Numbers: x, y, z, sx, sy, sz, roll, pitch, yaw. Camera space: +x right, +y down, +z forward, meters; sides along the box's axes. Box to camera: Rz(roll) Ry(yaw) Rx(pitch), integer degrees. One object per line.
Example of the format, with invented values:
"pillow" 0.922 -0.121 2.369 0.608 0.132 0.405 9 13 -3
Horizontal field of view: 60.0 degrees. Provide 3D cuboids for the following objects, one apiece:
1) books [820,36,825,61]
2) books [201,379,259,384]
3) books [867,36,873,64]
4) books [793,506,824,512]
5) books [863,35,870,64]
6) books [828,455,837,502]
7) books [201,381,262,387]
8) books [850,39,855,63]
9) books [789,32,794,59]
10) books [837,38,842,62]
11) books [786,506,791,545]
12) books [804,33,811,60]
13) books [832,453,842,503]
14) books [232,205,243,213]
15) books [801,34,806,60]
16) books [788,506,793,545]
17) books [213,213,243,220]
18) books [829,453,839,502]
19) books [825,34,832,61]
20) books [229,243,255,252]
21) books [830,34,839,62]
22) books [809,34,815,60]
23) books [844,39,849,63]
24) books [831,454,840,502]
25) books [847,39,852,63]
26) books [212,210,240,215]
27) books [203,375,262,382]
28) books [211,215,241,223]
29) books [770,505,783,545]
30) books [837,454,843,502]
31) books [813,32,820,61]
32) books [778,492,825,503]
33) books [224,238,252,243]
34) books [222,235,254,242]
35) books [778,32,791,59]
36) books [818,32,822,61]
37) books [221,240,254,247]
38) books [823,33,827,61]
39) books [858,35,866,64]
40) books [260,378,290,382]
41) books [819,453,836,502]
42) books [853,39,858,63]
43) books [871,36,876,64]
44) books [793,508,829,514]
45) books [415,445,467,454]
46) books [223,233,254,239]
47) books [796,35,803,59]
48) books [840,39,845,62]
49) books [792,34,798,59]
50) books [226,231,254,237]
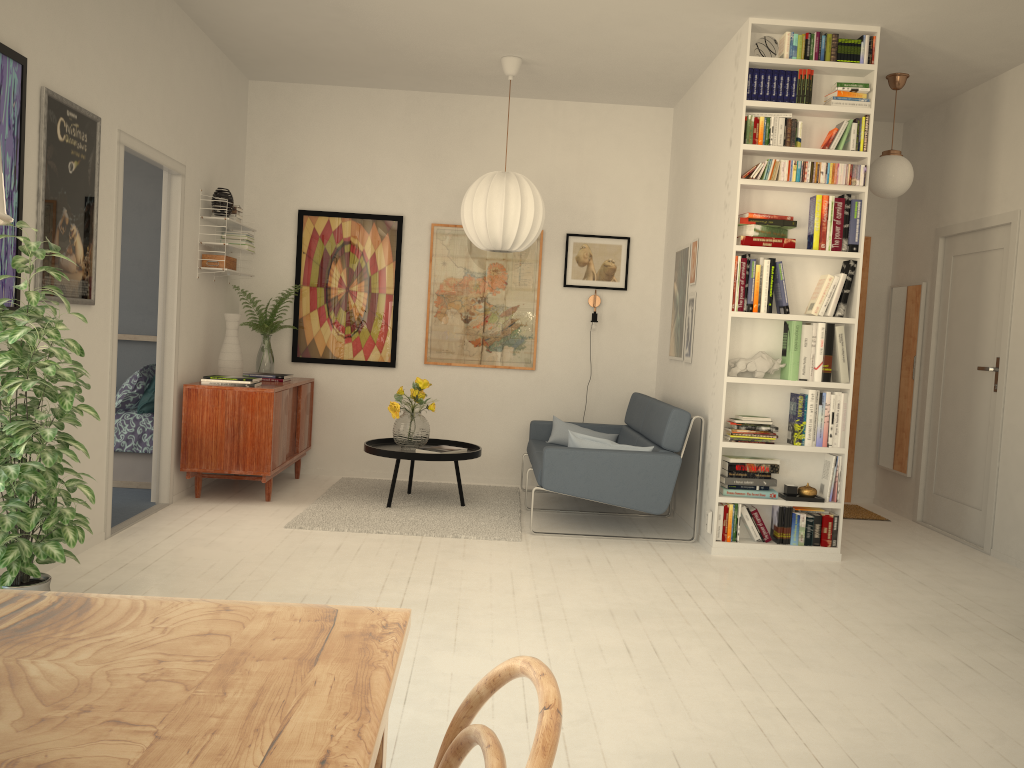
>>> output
"books" 1.666 -1.805 4.856 0.019 0.137 0.201 3 3 -2
"books" -1.750 -0.021 5.525 0.296 0.015 0.240 3 3 -3
"books" 1.924 -1.797 4.872 0.021 0.151 0.228 3 3 -2
"books" 1.648 0.697 4.963 0.165 0.006 0.103 3 3 -2
"books" 1.903 -1.801 4.875 0.020 0.156 0.229 3 3 -2
"books" 1.764 0.519 4.991 0.030 0.256 0.198 3 3 -2
"books" -1.742 -0.004 5.526 0.320 0.020 0.237 3 3 -6
"books" 1.828 -1.791 4.836 0.017 0.130 0.150 3 3 -2
"books" 1.498 -1.819 4.858 0.013 0.146 0.208 3 3 -2
"books" 1.757 -1.795 4.834 0.017 0.130 0.150 3 3 -2
"books" 1.516 0.774 4.980 0.015 0.214 0.202 3 3 -2
"books" 1.584 -1.813 4.845 0.028 0.147 0.192 3 3 -2
"books" 1.800 0.520 4.972 0.007 0.257 0.181 3 3 -2
"books" -1.874 -1.161 5.852 0.178 0.036 0.145 3 3 -9
"books" 1.561 -1.813 4.863 0.018 0.141 0.207 3 3 -2
"books" 1.531 0.775 4.986 0.015 0.214 0.202 3 3 -2
"books" -1.880 -1.110 5.867 0.158 0.019 0.131 3 3 0
"books" 1.775 0.522 4.956 0.033 0.258 0.130 3 3 -2
"books" 1.699 -1.812 4.875 0.032 0.154 0.212 3 3 -2
"books" -1.904 -0.949 6.179 0.179 0.037 0.190 3 3 -2
"books" 1.732 -1.809 4.860 0.032 0.152 0.200 3 3 -2
"books" 1.609 -1.814 4.862 0.024 0.148 0.188 3 3 -2
"books" 1.792 -1.793 4.835 0.017 0.130 0.150 3 3 -2
"books" 1.793 0.520 4.984 0.008 0.256 0.184 3 3 -2
"books" 1.810 -1.792 4.835 0.017 0.130 0.150 3 3 -2
"books" -1.888 -1.132 5.859 0.155 0.024 0.136 3 3 -9
"books" -1.738 -0.036 5.524 0.311 0.015 0.192 3 3 2
"books" -1.889 -1.086 5.865 0.159 0.028 0.147 3 3 -5
"books" 1.471 0.772 4.977 0.015 0.214 0.202 3 3 -2
"books" 1.810 0.522 4.964 0.011 0.256 0.139 3 3 -2
"books" 1.633 -1.817 4.870 0.024 0.156 0.228 3 3 -2
"books" 1.607 0.631 4.926 0.214 0.023 0.130 3 3 -2
"books" -1.908 -0.994 6.184 0.147 0.012 0.195 3 3 -4
"books" -1.903 -1.010 6.169 0.173 0.023 0.190 3 3 -2
"books" 1.479 -1.821 4.840 0.026 0.149 0.155 3 3 -2
"books" 1.651 -1.816 4.866 0.012 0.157 0.220 3 3 -2
"books" -1.908 -0.978 6.169 0.168 0.021 0.197 3 3 1
"books" 1.680 -1.812 4.863 0.009 0.151 0.208 3 3 -2
"books" 1.883 -1.798 4.837 0.019 0.157 0.150 3 3 -2
"books" -1.744 -0.040 6.143 0.371 0.022 0.259 3 3 -2
"books" 1.755 0.518 4.989 0.034 0.257 0.209 3 3 -2
"books" 1.845 -1.790 4.836 0.017 0.130 0.150 3 3 -2
"books" 1.940 -1.799 4.895 0.014 0.154 0.260 3 3 -2
"books" 1.660 0.705 4.982 0.193 0.012 0.130 3 3 -2
"books" -0.450 0.429 5.684 0.200 0.031 0.289 5 4 32
"books" -1.900 -1.028 6.175 0.153 0.013 0.197 3 3 1
"books" 1.539 -1.810 4.877 0.025 0.131 0.253 3 3 -2
"books" 1.775 -1.794 4.834 0.017 0.130 0.150 3 3 -2
"books" 1.516 -1.812 4.833 0.023 0.136 0.161 3 3 -2
"books" -1.893 -1.041 6.173 0.147 0.016 0.195 3 3 -4
